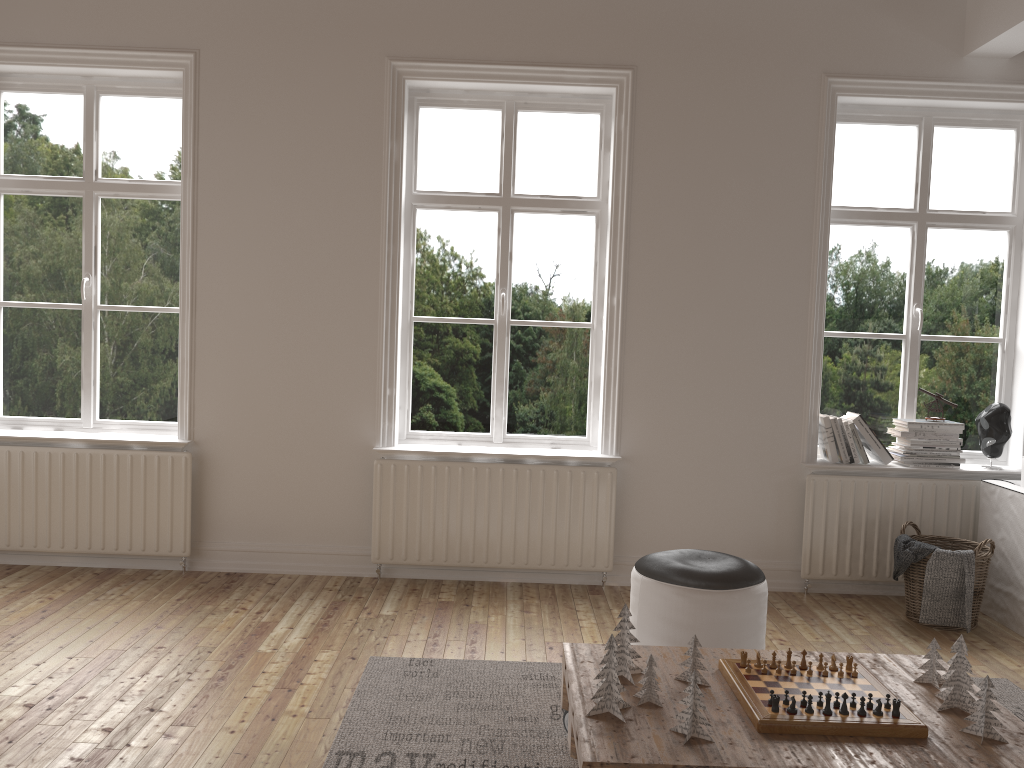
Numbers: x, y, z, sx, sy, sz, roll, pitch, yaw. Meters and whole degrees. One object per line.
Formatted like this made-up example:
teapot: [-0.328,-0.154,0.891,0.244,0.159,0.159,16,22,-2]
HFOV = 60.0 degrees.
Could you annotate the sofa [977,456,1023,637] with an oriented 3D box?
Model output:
sofa: [3.272,0.776,3.977,1.960,0.776,0.866,2,3,0]

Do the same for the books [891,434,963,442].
books: [2.143,0.276,4.590,0.288,0.016,0.182,2,3,0]

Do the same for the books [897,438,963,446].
books: [2.152,0.294,4.577,0.263,0.017,0.167,2,3,0]

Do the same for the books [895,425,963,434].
books: [2.142,0.232,4.570,0.273,0.021,0.174,2,3,0]

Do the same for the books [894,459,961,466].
books: [2.130,0.400,4.572,0.285,0.012,0.159,2,3,0]

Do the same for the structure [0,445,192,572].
structure: [-2.227,0.726,4.488,1.223,0.829,0.085,2,3,-1]

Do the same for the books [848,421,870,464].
books: [1.761,0.297,4.573,0.118,0.213,0.161,2,3,0]

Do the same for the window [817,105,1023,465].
window: [2.125,-0.497,4.637,1.055,1.872,0.120,2,3,0]

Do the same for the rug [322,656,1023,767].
rug: [0.689,1.168,2.317,2.474,0.003,2.254,2,3,0]

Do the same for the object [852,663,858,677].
object: [0.980,0.815,2.532,0.017,0.037,0.017,3,4,19]

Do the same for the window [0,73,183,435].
window: [-2.210,-0.654,4.618,1.055,1.872,0.120,2,3,0]

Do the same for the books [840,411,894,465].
books: [1.830,0.278,4.576,0.226,0.255,0.176,2,3,0]

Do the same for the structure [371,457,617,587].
structure: [-0.096,0.803,4.497,1.223,0.829,0.095,2,3,0]

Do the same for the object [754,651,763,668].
object: [0.717,0.799,2.577,0.026,0.044,0.026,5,5,45]

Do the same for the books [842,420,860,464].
books: [1.723,0.292,4.578,0.101,0.218,0.161,2,3,0]

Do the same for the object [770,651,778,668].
object: [0.761,0.799,2.577,0.022,0.047,0.022,4,4,32]

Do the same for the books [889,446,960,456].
books: [2.130,0.347,4.593,0.288,0.016,0.182,2,3,0]

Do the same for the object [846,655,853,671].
object: [0.981,0.810,2.577,0.019,0.040,0.019,4,4,34]

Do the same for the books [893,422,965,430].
books: [2.141,0.213,4.569,0.288,0.016,0.182,2,3,0]

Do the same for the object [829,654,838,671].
object: [0.936,0.807,2.577,0.026,0.044,0.026,5,5,45]

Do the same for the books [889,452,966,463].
books: [2.134,0.380,4.580,0.331,0.025,0.176,2,3,0]

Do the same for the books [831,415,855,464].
books: [1.693,0.285,4.574,0.104,0.232,0.152,2,3,0]

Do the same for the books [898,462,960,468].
books: [2.145,0.413,4.576,0.254,0.012,0.161,2,3,0]

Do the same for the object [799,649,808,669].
object: [0.848,0.798,2.578,0.025,0.055,0.025,4,4,32]

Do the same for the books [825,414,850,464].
books: [1.661,0.282,4.571,0.112,0.235,0.172,2,3,0]

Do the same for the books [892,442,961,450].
books: [2.133,0.321,4.576,0.285,0.012,0.159,2,3,0]

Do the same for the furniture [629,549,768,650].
furniture: [0.715,0.888,3.425,0.518,0.430,0.518,3,4,21]

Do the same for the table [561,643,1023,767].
table: [0.750,1.014,2.427,1.189,0.300,0.821,2,3,0]

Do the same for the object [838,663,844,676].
object: [0.939,0.813,2.530,0.017,0.037,0.017,3,4,19]

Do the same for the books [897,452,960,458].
books: [2.147,0.362,4.579,0.254,0.013,0.161,2,3,0]

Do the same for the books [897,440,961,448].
books: [2.144,0.309,4.569,0.254,0.012,0.161,2,3,0]

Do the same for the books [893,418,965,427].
books: [2.136,0.198,4.557,0.288,0.016,0.182,2,3,0]

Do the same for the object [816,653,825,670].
object: [0.897,0.804,2.576,0.022,0.047,0.022,4,4,32]

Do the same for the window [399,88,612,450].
window: [-0.042,-0.576,4.627,1.055,1.872,0.120,2,3,0]

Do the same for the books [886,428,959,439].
books: [2.121,0.254,4.588,0.296,0.028,0.180,2,3,0]

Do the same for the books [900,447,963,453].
books: [2.154,0.334,4.569,0.256,0.013,0.161,2,3,0]

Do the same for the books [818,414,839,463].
books: [1.618,0.277,4.581,0.093,0.239,0.172,2,3,0]

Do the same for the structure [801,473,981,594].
structure: [2.075,0.882,4.506,1.223,0.829,0.095,2,3,0]
